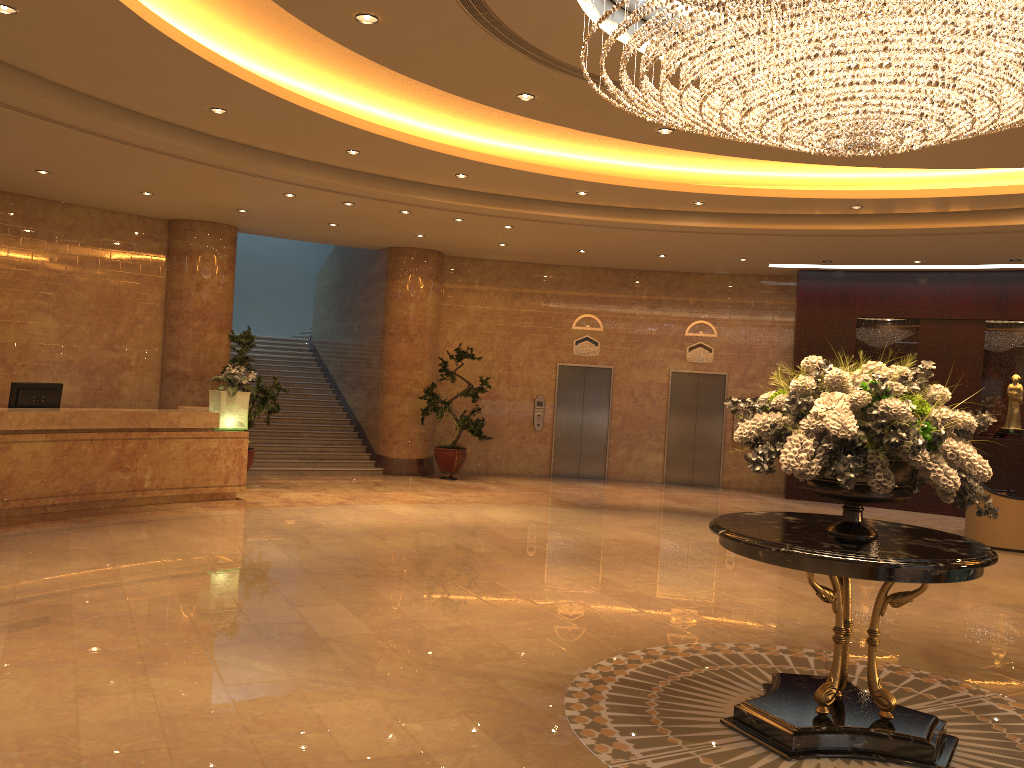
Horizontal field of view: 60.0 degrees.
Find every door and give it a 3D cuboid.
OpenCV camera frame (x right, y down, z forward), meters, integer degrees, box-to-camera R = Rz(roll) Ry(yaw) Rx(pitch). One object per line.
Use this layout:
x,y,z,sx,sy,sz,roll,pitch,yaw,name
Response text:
1.314,0.705,16.718,1.070,2.145,0.150,3,1,-2,door
3.432,0.833,16.611,1.070,2.149,0.150,3,1,9,door

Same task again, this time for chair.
6.393,1.668,11.658,0.769,0.916,0.951,3,1,8,chair

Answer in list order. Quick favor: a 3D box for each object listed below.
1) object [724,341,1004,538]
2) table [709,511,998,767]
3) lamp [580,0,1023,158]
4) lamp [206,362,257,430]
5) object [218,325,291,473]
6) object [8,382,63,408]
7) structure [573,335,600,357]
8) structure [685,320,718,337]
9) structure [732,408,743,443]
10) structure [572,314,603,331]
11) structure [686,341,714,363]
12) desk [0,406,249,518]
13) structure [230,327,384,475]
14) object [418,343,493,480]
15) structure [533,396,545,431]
1.873,0.328,4.901,1.318,0.999,1.277,3,1,3,object
1.829,1.369,4.942,1.493,1.089,1.493,3,1,-34,table
1.996,-1.916,4.961,3.204,1.196,3.206,3,1,10,lamp
-3.712,0.147,11.833,0.532,0.897,0.606,4,1,42,lamp
-3.989,0.315,13.254,1.250,2.363,0.843,4,1,43,object
-5.564,0.231,10.353,0.531,0.500,0.430,3,1,-20,object
1.402,-0.718,16.664,0.504,0.405,0.012,3,1,-3,structure
3.536,-1.039,16.542,0.600,0.293,0.010,3,1,8,structure
4.188,0.772,16.401,0.200,0.661,0.053,3,1,12,structure
1.428,-1.164,16.658,0.600,0.293,0.010,3,1,-3,structure
3.511,-0.593,16.548,0.504,0.405,0.012,3,1,8,structure
-5.936,0.868,6.369,3.466,1.155,12.951,3,1,7,desk
-4.799,-1.380,17.861,9.849,5.560,7.472,3,1,-27,structure
-0.980,0.473,15.293,1.250,2.363,0.843,3,1,-6,object
0.507,0.553,16.594,0.200,0.661,0.053,3,1,-6,structure
